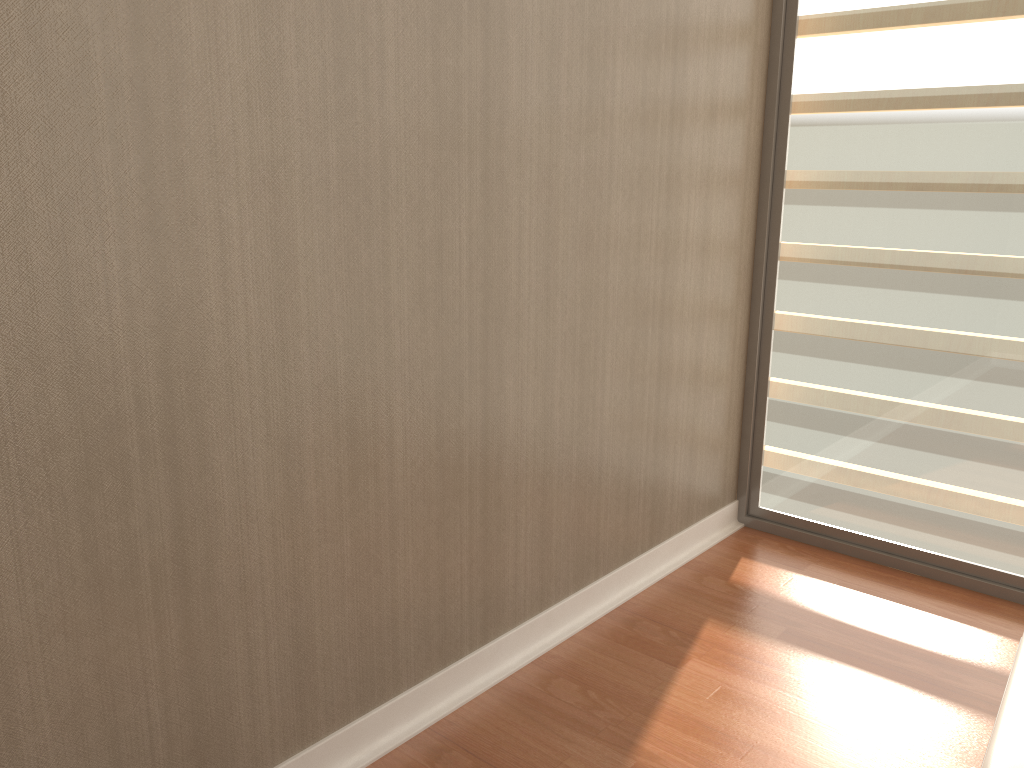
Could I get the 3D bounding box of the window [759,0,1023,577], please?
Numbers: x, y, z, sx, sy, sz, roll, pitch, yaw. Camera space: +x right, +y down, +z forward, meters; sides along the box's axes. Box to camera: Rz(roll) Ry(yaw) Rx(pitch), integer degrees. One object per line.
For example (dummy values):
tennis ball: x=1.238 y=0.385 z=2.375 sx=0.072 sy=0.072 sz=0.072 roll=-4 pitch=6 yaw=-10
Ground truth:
window: x=1.959 y=-0.770 z=3.094 sx=2.095 sy=3.100 sz=0.020 roll=12 pitch=18 yaw=39

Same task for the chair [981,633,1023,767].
chair: x=1.363 y=0.897 z=1.613 sx=0.900 sy=0.740 sz=0.905 roll=10 pitch=16 yaw=34
